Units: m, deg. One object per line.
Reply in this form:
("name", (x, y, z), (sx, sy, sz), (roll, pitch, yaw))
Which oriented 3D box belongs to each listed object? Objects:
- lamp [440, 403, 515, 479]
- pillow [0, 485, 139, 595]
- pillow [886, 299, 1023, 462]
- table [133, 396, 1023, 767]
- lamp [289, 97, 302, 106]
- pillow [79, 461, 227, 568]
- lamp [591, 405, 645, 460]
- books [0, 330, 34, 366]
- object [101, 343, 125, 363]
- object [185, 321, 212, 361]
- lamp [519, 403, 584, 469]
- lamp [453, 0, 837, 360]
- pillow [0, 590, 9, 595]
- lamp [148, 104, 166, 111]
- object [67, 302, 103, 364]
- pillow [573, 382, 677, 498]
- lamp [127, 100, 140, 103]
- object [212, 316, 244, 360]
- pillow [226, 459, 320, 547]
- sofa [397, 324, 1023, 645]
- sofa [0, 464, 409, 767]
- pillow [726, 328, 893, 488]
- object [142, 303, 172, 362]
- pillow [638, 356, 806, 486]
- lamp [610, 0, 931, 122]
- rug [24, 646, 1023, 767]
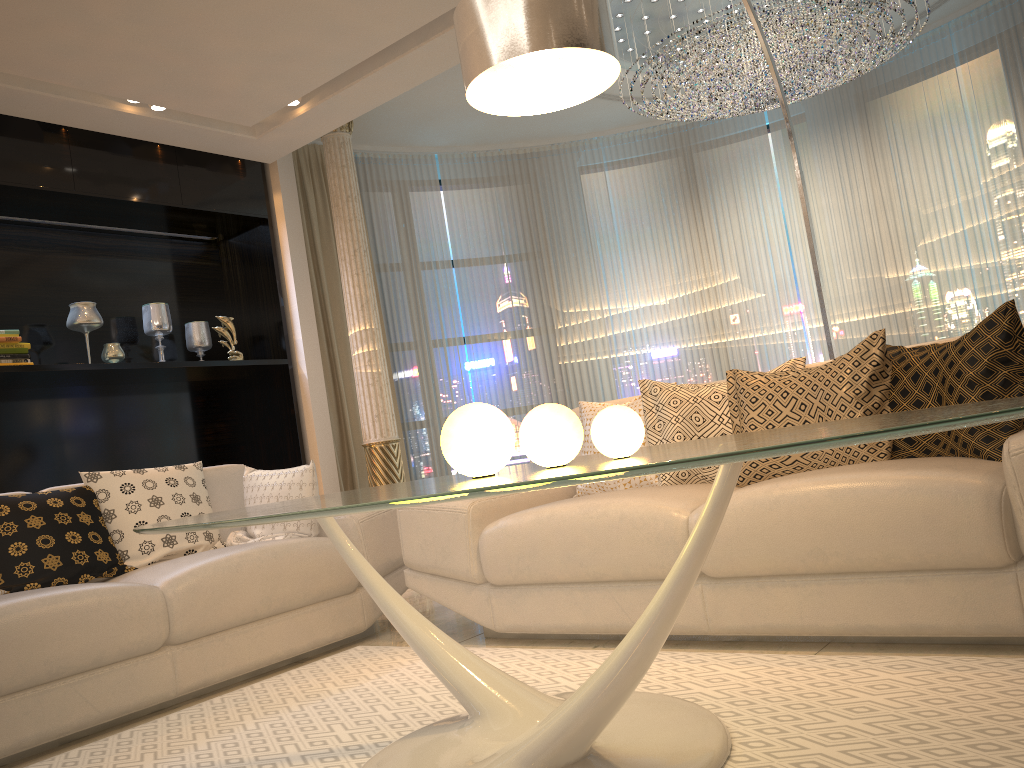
("lamp", (-0.065, 0.107, 1.699), (0.143, 0.143, 0.143), (-11, -4, 22))
("pillow", (-1.595, 0.521, 3.046), (0.323, 0.355, 0.524), (-12, -5, 38))
("pillow", (1.232, 0.029, 2.512), (0.301, 0.436, 0.575), (-7, -4, -21))
("table", (-0.006, 0.464, 1.785), (2.140, 0.565, 0.999), (-12, -5, 37))
("lamp", (-1.205, -1.585, 4.837), (0.107, 0.127, 0.107), (-10, -4, 19))
("pillow", (-1.348, 0.495, 3.433), (0.255, 0.399, 0.526), (-12, -5, 38))
("lamp", (0.179, 0.081, 1.505), (0.090, 0.091, 0.090), (-9, -4, -1))
("books", (-2.598, -0.153, 4.447), (0.260, 0.197, 0.296), (-13, -5, 41))
("object", (-2.235, -0.147, 4.974), (0.119, 0.154, 0.119), (-5, -6, -42))
("object", (-1.946, -0.222, 5.529), (0.147, 0.317, 0.147), (-12, -5, 40))
("lamp", (0.071, 0.092, 1.591), (0.115, 0.115, 0.115), (-7, -5, -26))
("lamp", (0.617, -0.533, 2.842), (0.393, 2.519, 2.009), (-12, -5, 38))
("pillow", (-1.864, 0.572, 2.678), (0.351, 0.329, 0.521), (-12, -5, 38))
("lamp", (-1.843, -1.488, 4.609), (0.107, 0.127, 0.107), (-10, -4, 19))
("object", (-2.342, -0.252, 4.886), (0.181, 0.381, 0.181), (-12, -5, 32))
("pillow", (0.414, 0.220, 3.254), (0.463, 0.380, 0.222), (-13, -6, 42))
("lamp", (-1.921, -1.496, 4.504), (0.107, 0.127, 0.107), (-10, -4, 19))
("object", (-1.730, -0.267, 5.411), (0.116, 0.293, 0.182), (-12, -5, 35))
("pillow", (-0.968, 0.468, 3.502), (0.281, 0.325, 0.521), (-5, -6, -42))
("sofa", (0.822, 0.333, 2.867), (2.328, 0.754, 1.145), (-12, -5, 38))
("sofa", (-1.489, 0.713, 3.051), (1.145, 0.754, 2.328), (-12, -5, 38))
("pillow", (0.938, 0.096, 2.779), (0.575, 0.436, 0.301), (-13, -6, 44))
("object", (-2.119, -0.265, 5.334), (0.156, 0.426, 0.156), (-13, -6, 43))
("pillow", (0.738, 0.151, 3.032), (0.587, 0.429, 0.288), (-10, -4, 13))
("lamp", (1.557, -2.064, 5.453), (2.109, 0.685, 2.109), (-9, -4, -7))
("rug", (0.053, 0.751, 1.741), (2.900, 0.020, 1.661), (-12, -5, 38))
